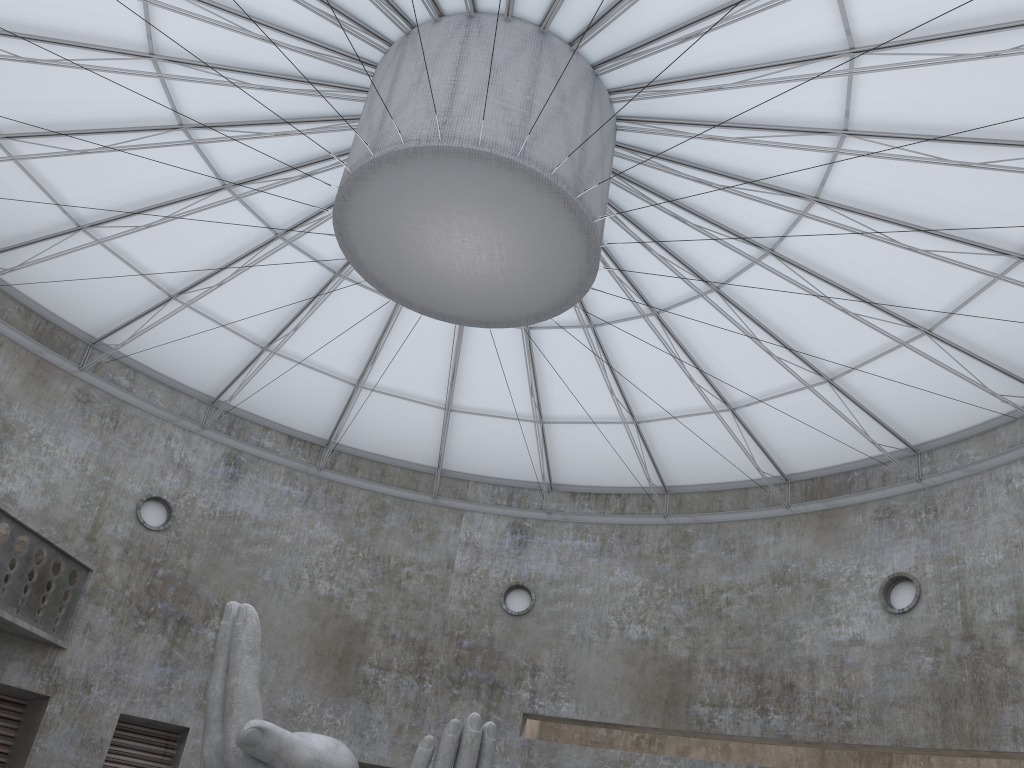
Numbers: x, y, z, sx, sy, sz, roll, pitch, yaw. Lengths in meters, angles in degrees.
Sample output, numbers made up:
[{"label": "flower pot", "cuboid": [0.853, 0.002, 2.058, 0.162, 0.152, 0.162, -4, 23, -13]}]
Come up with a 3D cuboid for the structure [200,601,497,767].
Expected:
[{"label": "structure", "cuboid": [-0.750, 7.621, 16.146, 10.895, 5.580, 15.743, 26, -34, -27]}]
